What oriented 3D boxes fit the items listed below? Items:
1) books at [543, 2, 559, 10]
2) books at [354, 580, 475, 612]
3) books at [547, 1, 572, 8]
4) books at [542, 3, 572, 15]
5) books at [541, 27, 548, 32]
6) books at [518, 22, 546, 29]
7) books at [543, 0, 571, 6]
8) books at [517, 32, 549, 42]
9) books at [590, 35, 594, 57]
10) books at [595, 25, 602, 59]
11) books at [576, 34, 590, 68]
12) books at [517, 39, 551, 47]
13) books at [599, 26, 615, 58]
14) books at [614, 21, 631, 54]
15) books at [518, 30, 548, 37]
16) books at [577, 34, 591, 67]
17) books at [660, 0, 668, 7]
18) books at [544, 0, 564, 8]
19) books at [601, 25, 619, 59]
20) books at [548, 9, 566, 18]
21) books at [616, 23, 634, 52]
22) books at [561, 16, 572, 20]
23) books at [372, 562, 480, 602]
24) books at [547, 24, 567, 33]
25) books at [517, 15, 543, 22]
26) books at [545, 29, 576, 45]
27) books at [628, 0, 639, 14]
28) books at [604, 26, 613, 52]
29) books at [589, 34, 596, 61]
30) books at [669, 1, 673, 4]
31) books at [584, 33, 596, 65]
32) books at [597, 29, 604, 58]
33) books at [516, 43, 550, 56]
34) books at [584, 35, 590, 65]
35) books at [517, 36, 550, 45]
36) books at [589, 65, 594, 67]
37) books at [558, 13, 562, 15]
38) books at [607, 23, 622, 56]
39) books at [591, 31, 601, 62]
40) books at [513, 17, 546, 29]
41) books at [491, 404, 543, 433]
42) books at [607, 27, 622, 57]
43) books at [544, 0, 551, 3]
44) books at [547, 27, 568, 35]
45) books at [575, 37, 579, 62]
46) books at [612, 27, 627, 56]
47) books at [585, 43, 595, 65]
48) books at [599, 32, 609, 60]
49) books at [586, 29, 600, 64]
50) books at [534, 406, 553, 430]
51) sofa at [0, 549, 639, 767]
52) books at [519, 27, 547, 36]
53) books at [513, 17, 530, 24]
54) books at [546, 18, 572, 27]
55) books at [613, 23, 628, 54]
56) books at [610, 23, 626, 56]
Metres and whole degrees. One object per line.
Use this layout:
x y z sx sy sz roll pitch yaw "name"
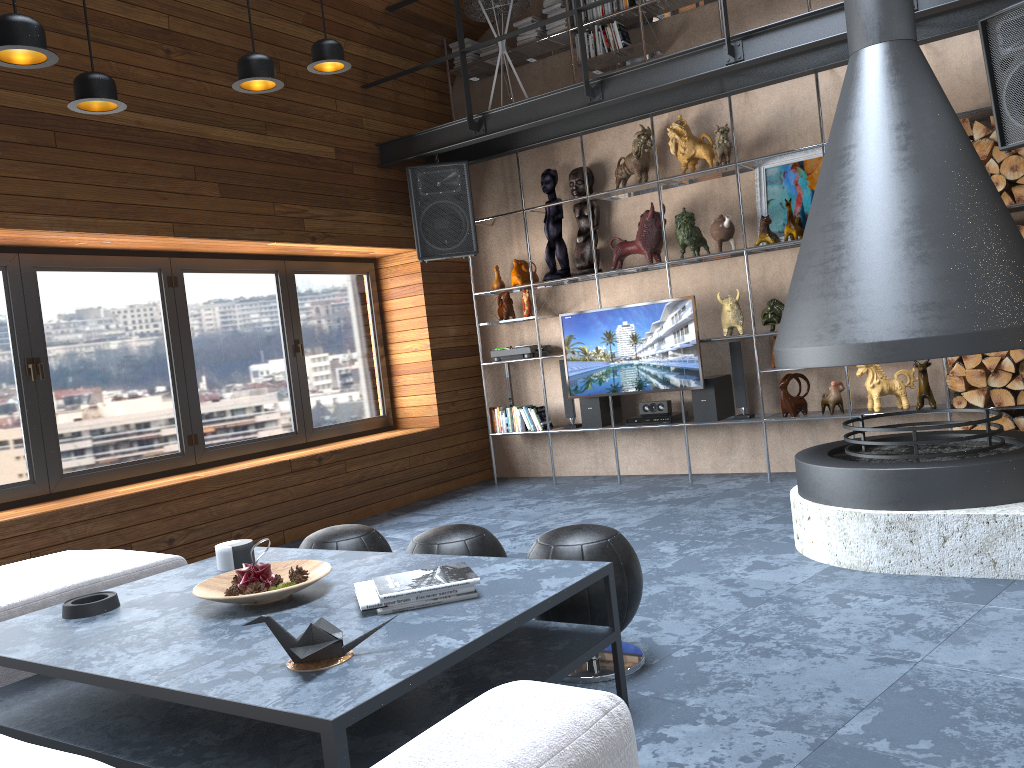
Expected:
0.371 -2.799 6.639 0.254 0.012 0.158 -9 3 -44 "books"
-0.272 0.556 2.425 0.299 0.021 0.239 -7 2 -14 "books"
0.381 -2.814 6.646 0.160 0.012 0.222 -5 3 40 "books"
0.382 -2.781 6.636 0.175 0.025 0.288 -5 3 40 "books"
0.160 -2.722 6.838 0.161 0.013 0.208 -5 3 39 "books"
0.163 -2.732 6.827 0.161 0.013 0.206 -5 2 29 "books"
0.358 -2.838 6.633 0.167 0.017 0.208 -5 3 34 "books"
0.166 -2.639 6.819 0.180 0.028 0.240 -6 2 24 "books"
0.609 -2.449 6.473 0.009 0.177 0.112 -5 2 34 "books"
0.649 -2.479 6.448 0.017 0.230 0.122 -5 2 34 "books"
0.531 -2.464 6.562 0.010 0.219 0.164 -5 2 34 "books"
0.175 -2.596 6.821 0.182 0.016 0.234 -5 2 29 "books"
0.694 -2.481 6.433 0.054 0.220 0.118 -5 2 34 "books"
0.796 -2.485 6.362 0.049 0.216 0.137 -5 2 34 "books"
0.180 -2.663 6.816 0.182 0.016 0.234 -5 3 39 "books"
0.540 -2.466 6.557 0.010 0.220 0.171 -5 2 34 "books"
1.031 -2.764 6.198 0.053 0.233 0.148 -5 2 34 "books"
0.357 -2.823 6.644 0.161 0.012 0.201 -5 3 34 "books"
0.715 -2.479 6.428 0.055 0.215 0.155 -5 2 34 "books"
0.396 -2.749 6.646 0.167 0.017 0.225 -5 3 34 "books"
0.810 -2.475 6.352 0.049 0.191 0.138 -5 2 34 "books"
0.391 -2.701 6.638 0.180 0.028 0.258 -5 3 40 "books"
-0.237 0.533 2.402 0.265 0.017 0.210 -7 2 -14 "books"
0.400 -2.634 6.644 0.174 0.021 0.239 -5 3 40 "books"
0.152 -2.782 6.829 0.161 0.012 0.206 -5 3 34 "books"
0.391 -2.598 6.647 0.182 0.016 0.252 -5 3 40 "books"
0.853 -2.739 6.272 0.014 0.215 0.137 -5 2 34 "books"
0.727 -2.473 6.411 0.054 0.203 0.123 -5 2 34 "books"
0.603 -2.452 6.484 0.012 0.183 0.117 -5 2 34 "books"
1.071 -2.768 6.172 0.053 0.233 0.148 -5 2 34 "books"
0.580 -2.461 6.509 0.019 0.206 0.125 -5 2 34 "books"
0.659 -2.464 6.435 0.008 0.198 0.111 -5 2 34 "books"
0.160 -2.579 6.825 0.182 0.016 0.234 -5 3 34 "books"
0.554 -2.456 6.522 0.011 0.201 0.127 -5 2 34 "books"
0.170 -2.615 6.824 0.174 0.021 0.222 -5 3 34 "books"
0.551 -2.467 6.557 0.008 0.219 0.177 -5 2 34 "books"
0.392 -2.734 6.656 0.227 0.013 0.160 -9 3 -44 "books"
0.751 -2.480 6.393 0.051 0.218 0.133 -5 2 34 "books"
0.617 -2.461 6.471 0.008 0.198 0.111 -5 2 34 "books"
0.154 -2.749 6.816 0.176 0.025 0.268 -5 3 34 "books"
0.070 0.274 7.137 0.461 0.208 0.139 -5 2 34 "books"
0.743 -2.469 6.403 0.047 0.197 0.126 -5 2 34 "books"
0.373 -2.856 6.632 0.182 0.016 0.228 -5 3 34 "books"
0.405 -2.615 6.640 0.182 0.016 0.247 -5 3 34 "books"
0.513 -2.453 6.555 0.011 0.201 0.127 -5 2 34 "books"
0.780 -2.468 6.383 0.048 0.188 0.120 -5 2 34 "books"
0.563 -2.442 6.511 0.014 0.172 0.119 -5 2 34 "books"
0.668 -2.454 6.433 0.009 0.177 0.112 -5 2 34 "books"
0.601 -2.472 6.507 0.017 0.223 0.161 -5 2 34 "books"
0.252 0.269 7.033 0.081 0.185 0.138 -5 2 34 "books"
-1.402 0.806 2.224 4.034 0.693 2.205 -5 3 34 "sofa"
0.178 -2.679 6.815 0.182 0.016 0.234 -6 2 24 "books"
0.142 -2.768 6.818 0.159 0.012 0.231 -5 3 39 "books"
0.398 -2.681 6.645 0.181 0.016 0.258 -5 3 36 "books"
0.786 -2.479 6.370 0.051 0.205 0.131 -5 2 34 "books"
0.769 -2.482 6.396 0.049 0.216 0.137 -5 2 34 "books"
